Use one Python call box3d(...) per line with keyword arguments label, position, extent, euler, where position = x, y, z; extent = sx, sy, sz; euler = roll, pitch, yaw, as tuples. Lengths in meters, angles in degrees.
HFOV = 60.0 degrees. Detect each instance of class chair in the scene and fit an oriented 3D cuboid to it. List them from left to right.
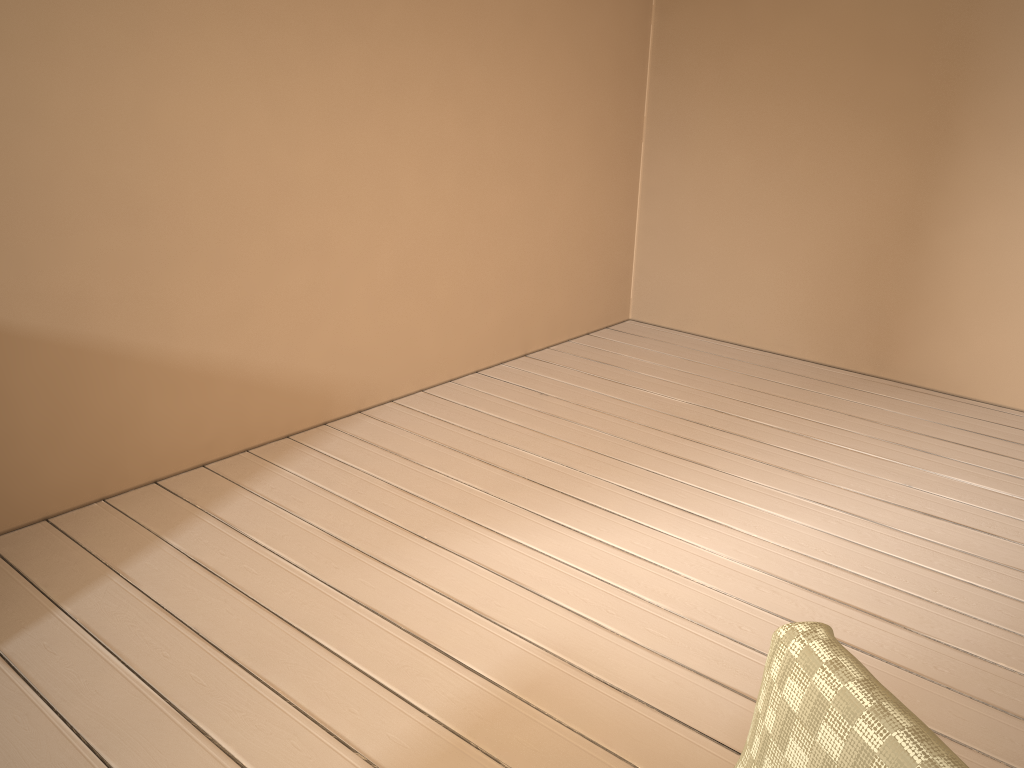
box3d(label="chair", position=(0.089, 0.677, 0.616), extent=(0.561, 0.792, 0.569), euler=(-3, 19, -14))
